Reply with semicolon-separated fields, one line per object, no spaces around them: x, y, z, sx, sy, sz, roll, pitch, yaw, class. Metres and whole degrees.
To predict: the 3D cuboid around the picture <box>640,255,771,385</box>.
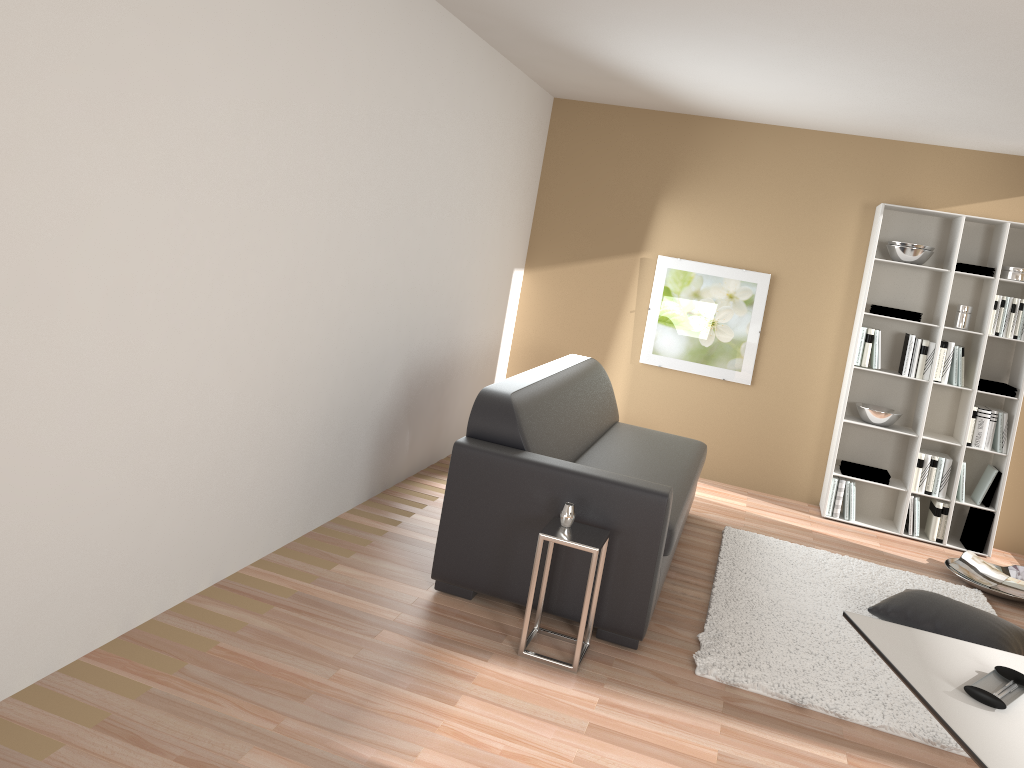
1.406;-0.474;6.453;0.821;0.811;0.019;12;3;16;picture

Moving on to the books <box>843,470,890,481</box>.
2.398;0.601;5.985;0.299;0.006;0.211;12;10;16;books

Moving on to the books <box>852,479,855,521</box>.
2.322;0.776;5.995;0.058;0.256;0.208;11;6;15;books

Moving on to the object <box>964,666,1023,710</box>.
1.119;0.694;2.017;0.215;0.030;0.091;1;13;-44;object

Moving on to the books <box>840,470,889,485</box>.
2.391;0.627;5.986;0.299;0.007;0.211;12;10;16;books

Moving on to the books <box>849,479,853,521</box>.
2.301;0.776;5.985;0.058;0.256;0.208;11;6;16;books

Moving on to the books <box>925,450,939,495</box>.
2.776;0.588;5.852;0.040;0.256;0.208;11;6;15;books

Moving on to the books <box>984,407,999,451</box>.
3.118;0.289;5.763;0.040;0.256;0.208;11;6;15;books

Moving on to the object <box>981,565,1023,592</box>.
2.856;1.136;5.055;0.345;0.096;0.502;12;10;15;object

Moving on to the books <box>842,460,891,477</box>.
2.405;0.575;5.983;0.299;0.006;0.211;12;10;16;books

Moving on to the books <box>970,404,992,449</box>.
3.056;0.278;5.767;0.077;0.256;0.208;11;6;16;books

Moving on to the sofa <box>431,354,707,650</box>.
0.474;0.425;4.605;0.957;0.827;2.272;12;9;15;sofa

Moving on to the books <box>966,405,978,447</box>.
2.999;0.264;5.789;0.040;0.256;0.208;11;6;15;books

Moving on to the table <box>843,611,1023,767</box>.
1.112;1.088;1.843;0.814;0.682;0.932;11;7;13;table

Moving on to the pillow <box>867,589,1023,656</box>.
2.020;1.104;4.031;0.618;0.208;0.580;17;12;41;pillow

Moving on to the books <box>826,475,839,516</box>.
2.187;0.749;6.027;0.040;0.256;0.208;11;6;15;books

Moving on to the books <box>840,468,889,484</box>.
2.394;0.616;5.986;0.299;0.006;0.211;12;10;16;books

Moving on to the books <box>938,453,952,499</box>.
2.855;0.605;5.830;0.040;0.256;0.208;11;6;15;books

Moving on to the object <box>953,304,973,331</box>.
2.964;-0.439;5.784;0.094;0.160;0.093;12;5;30;object

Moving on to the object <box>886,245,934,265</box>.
2.670;-0.860;5.928;0.297;0.106;0.304;7;9;-19;object

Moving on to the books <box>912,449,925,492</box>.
2.696;0.571;5.871;0.040;0.256;0.208;11;6;15;books

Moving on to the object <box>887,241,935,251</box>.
2.674;-0.886;5.927;0.297;0.106;0.304;7;9;-19;object

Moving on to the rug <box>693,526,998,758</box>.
1.641;1.127;4.104;1.458;0.045;2.037;12;10;15;rug

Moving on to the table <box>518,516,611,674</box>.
0.202;0.790;3.343;0.228;0.466;0.239;11;4;16;table

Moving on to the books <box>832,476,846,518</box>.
2.229;0.760;6.008;0.040;0.256;0.208;11;6;15;books

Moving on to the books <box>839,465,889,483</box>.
2.393;0.610;5.987;0.299;0.006;0.212;12;10;14;books

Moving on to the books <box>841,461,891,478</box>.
2.403;0.579;5.982;0.299;0.007;0.211;12;10;16;books

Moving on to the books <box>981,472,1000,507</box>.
3.129;0.671;5.776;0.043;0.236;0.212;11;6;16;books

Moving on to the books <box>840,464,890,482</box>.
2.397;0.606;5.985;0.299;0.006;0.211;12;10;16;books

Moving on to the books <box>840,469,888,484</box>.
2.393;0.622;5.987;0.299;0.006;0.211;12;10;16;books

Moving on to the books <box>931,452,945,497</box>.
2.815;0.596;5.842;0.040;0.256;0.208;11;6;15;books

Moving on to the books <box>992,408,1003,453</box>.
3.166;0.300;5.745;0.060;0.258;0.208;11;6;16;books

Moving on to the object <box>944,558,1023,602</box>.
2.794;1.145;5.044;0.583;0.063;0.594;8;10;-9;object

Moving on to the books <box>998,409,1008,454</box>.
3.190;0.306;5.737;0.060;0.258;0.208;11;6;15;books

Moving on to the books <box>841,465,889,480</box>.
2.397;0.595;5.984;0.299;0.006;0.211;13;10;17;books

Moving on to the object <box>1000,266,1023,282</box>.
3.289;-0.710;5.726;0.191;0.089;0.194;4;10;-32;object

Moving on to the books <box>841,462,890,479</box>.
2.401;0.584;5.988;0.299;0.008;0.211;12;10;15;books

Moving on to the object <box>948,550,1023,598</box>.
2.808;1.116;5.054;0.341;0.096;0.507;1;13;-44;object

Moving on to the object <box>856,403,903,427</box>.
2.483;0.219;5.981;0.297;0.106;0.304;7;9;-19;object

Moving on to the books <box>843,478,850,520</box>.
2.278;0.769;5.996;0.060;0.258;0.208;11;6;15;books

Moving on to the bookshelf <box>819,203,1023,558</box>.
2.807;-0.063;5.895;1.045;2.127;0.333;11;3;16;bookshelf

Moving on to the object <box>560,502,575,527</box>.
0.214;0.503;3.379;0.057;0.086;0.058;9;5;-14;object

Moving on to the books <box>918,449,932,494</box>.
2.737;0.579;5.866;0.040;0.256;0.208;11;6;15;books
